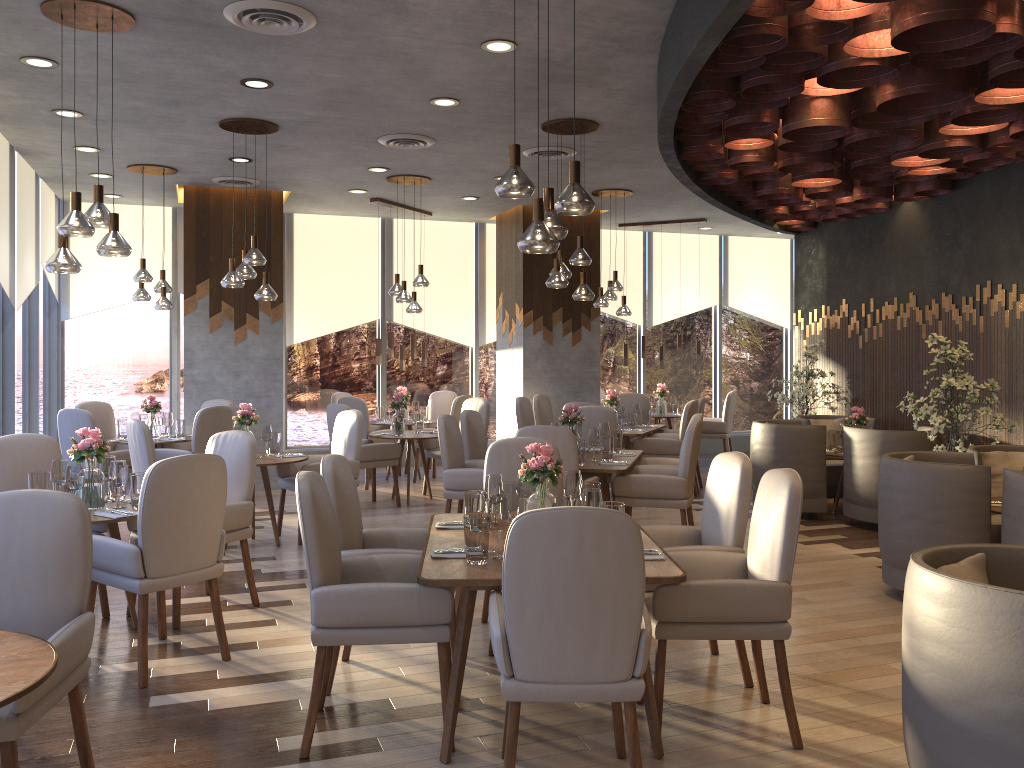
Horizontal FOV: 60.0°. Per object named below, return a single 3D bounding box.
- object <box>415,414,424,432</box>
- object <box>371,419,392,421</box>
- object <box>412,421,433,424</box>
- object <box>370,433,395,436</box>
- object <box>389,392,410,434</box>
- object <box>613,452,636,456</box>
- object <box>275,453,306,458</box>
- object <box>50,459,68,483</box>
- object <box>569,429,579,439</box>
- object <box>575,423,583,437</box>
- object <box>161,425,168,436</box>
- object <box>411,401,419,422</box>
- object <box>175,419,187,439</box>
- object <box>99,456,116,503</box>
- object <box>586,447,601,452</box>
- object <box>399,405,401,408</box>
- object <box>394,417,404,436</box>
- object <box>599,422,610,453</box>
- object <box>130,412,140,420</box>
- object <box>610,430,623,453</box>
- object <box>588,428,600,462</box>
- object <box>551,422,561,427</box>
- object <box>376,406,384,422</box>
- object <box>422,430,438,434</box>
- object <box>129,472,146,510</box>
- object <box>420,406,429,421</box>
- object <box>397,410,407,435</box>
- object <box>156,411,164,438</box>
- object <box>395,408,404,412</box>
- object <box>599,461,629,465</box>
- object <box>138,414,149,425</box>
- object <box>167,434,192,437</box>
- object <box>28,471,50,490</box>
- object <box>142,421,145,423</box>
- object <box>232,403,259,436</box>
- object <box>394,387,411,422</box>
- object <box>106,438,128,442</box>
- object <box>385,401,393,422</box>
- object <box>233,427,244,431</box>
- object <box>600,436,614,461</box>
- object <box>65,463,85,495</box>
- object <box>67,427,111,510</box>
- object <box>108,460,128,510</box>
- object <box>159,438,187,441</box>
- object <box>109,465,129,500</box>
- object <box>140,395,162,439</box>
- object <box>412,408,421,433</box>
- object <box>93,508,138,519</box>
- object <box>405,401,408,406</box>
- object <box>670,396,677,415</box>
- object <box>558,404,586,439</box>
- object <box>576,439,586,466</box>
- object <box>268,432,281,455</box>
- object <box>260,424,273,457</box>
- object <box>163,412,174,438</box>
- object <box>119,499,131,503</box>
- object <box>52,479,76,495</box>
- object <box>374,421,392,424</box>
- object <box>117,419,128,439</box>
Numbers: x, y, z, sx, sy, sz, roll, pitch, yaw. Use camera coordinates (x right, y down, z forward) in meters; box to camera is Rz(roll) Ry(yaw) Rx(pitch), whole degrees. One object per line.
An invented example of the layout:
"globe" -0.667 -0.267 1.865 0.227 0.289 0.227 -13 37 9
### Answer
"object" -0.945 0.400 9.038 0.102 0.178 0.102 0 1 -28
"object" -1.532 0.430 10.564 0.255 0.019 0.157 1 2 23
"object" -1.058 0.440 10.267 0.255 0.019 0.157 1 2 27
"object" -1.244 0.492 8.669 0.157 0.019 0.255 2 3 45
"object" -1.138 0.287 8.873 0.210 0.416 0.198 0 0 28
"object" 0.842 0.545 6.933 0.255 0.019 0.157 0 2 15
"object" -1.736 0.550 6.871 0.255 0.019 0.157 -1 2 -35
"object" -2.332 0.513 4.569 0.092 0.244 0.092 0 0 36
"object" 0.436 0.450 6.389 0.092 0.244 0.092 0 0 -4
"object" 0.521 0.427 7.117 0.092 0.244 0.092 0 0 36
"object" -3.370 0.415 8.573 0.102 0.178 0.102 0 0 7
"object" -1.138 0.322 10.413 0.092 0.244 0.092 0 0 30
"object" -3.112 0.423 8.327 0.102 0.178 0.102 0 1 43
"object" -2.153 0.508 4.727 0.092 0.244 0.092 0 0 -26
"object" 0.640 0.535 7.234 0.157 0.019 0.255 0 2 11
"object" -1.309 0.327 10.269 0.092 0.244 0.092 0 0 45
"object" -1.096 0.415 8.593 0.102 0.178 0.102 0 1 -39
"object" 0.734 0.428 7.058 0.092 0.244 0.092 0 0 -33
"object" -3.532 0.391 8.314 0.092 0.244 0.092 0 0 -17
"object" 0.835 0.460 7.099 0.102 0.178 0.102 0 0 -19
"object" 0.602 0.447 6.500 0.092 0.244 0.092 0 0 -28
"object" 0.346 0.429 7.030 0.092 0.244 0.092 0 0 33
"object" -1.548 0.356 10.398 0.102 0.178 0.102 0 0 19
"object" -0.799 0.482 8.958 0.255 0.019 0.157 -2 3 -44
"object" -1.902 0.547 4.530 0.102 0.178 0.102 0 1 31
"object" -1.030 0.355 10.431 0.102 0.178 0.102 0 0 -17
"object" -1.081 0.378 8.701 0.092 0.244 0.092 0 0 -26
"object" -3.358 0.386 8.465 0.092 0.244 0.092 0 0 11
"object" -1.286 0.363 10.162 0.102 0.178 0.102 0 1 -39
"object" 0.711 0.563 6.374 0.255 0.019 0.157 0 2 15
"object" -3.393 0.396 8.155 0.092 0.244 0.092 0 0 -39
"object" -3.208 0.496 8.536 0.157 0.019 0.255 1 2 31
"object" -2.441 0.546 4.573 0.102 0.178 0.102 0 1 -25
"object" -3.383 0.432 8.046 0.102 0.178 0.102 0 0 -2
"object" -2.060 0.353 6.864 0.210 0.416 0.198 0 0 43
"object" -1.291 0.236 10.446 0.210 0.416 0.198 0 0 -7
"object" -3.545 0.511 8.087 0.157 0.019 0.255 1 2 32
"object" -1.442 0.322 10.424 0.092 0.244 0.092 0 0 -42
"object" -2.055 0.445 6.661 0.092 0.244 0.092 0 0 -34
"object" 0.704 0.478 6.541 0.102 0.178 0.102 0 1 31
"object" -2.161 0.519 4.381 0.092 0.244 0.092 0 0 -35
"object" -2.168 0.428 4.551 0.210 0.416 0.198 0 0 -22
"object" -2.011 0.514 4.527 0.092 0.244 0.092 0 0 16
"object" -3.139 0.508 8.163 0.255 0.019 0.157 1 2 27
"object" -2.148 0.537 4.836 0.102 0.178 0.102 0 0 -15
"object" -3.382 0.306 8.307 0.198 0.416 0.210 0 0 18
"object" -0.963 0.371 8.930 0.092 0.244 0.092 0 0 26
"object" -1.953 0.632 4.372 0.255 0.019 0.157 1 2 35
"object" -1.291 0.317 10.582 0.092 0.244 0.092 0 0 -11
"object" 2.120 0.282 11.668 0.092 0.244 0.092 0 0 -29
"object" 0.452 0.356 6.765 0.210 0.416 0.198 0 0 28
"object" 0.475 0.486 6.286 0.102 0.178 0.102 0 0 22
"object" -1.868 0.467 6.973 0.102 0.178 0.102 0 0 1
"object" -1.902 0.438 6.869 0.092 0.244 0.092 0 0 35
"object" -3.220 0.391 8.308 0.092 0.244 0.092 0 0 -38
"object" -1.993 0.619 4.774 0.157 0.019 0.255 2 2 39
"object" -2.157 0.555 4.271 0.102 0.178 0.102 0 0 11
"object" -1.451 0.442 10.184 0.157 0.019 0.255 1 2 25
"object" -3.639 0.424 8.292 0.102 0.178 0.102 0 0 -9
